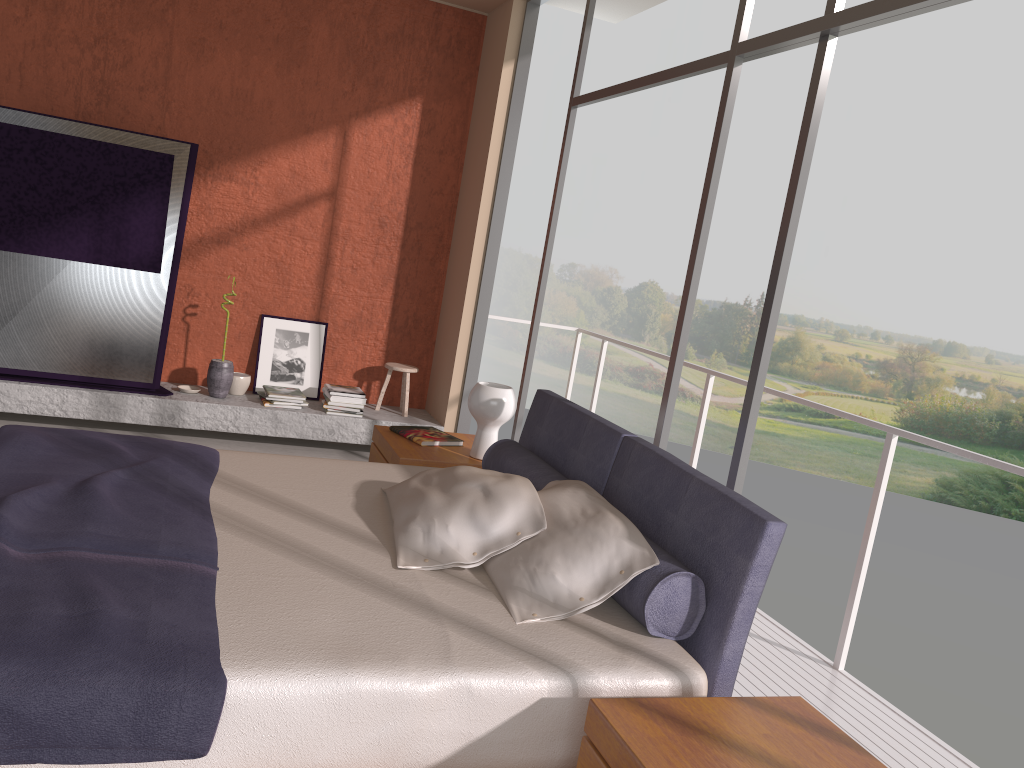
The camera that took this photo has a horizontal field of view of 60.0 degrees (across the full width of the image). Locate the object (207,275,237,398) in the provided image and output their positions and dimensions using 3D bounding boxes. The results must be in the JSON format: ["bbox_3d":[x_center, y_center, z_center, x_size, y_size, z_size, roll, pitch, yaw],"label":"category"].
[{"bbox_3d":[-1.874,-0.309,5.796,0.165,0.810,0.165,10,8,3],"label":"object"}]

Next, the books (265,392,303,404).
[{"bbox_3d":[-1.535,0.080,5.968,0.247,0.025,0.287,7,8,-18],"label":"books"}]

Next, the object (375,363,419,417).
[{"bbox_3d":[-0.801,0.041,6.343,0.260,0.349,0.257,16,10,38],"label":"object"}]

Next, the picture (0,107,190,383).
[{"bbox_3d":[-2.622,-0.804,5.342,1.129,1.496,0.126,7,8,-20],"label":"picture"}]

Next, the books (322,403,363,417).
[{"bbox_3d":[-1.167,0.177,6.092,0.247,0.018,0.328,7,8,-19],"label":"books"}]

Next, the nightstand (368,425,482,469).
[{"bbox_3d":[-0.366,0.562,4.227,0.562,0.556,0.628,7,8,-20],"label":"nightstand"}]

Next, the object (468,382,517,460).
[{"bbox_3d":[-0.103,0.171,4.046,0.224,0.338,0.224,9,8,-9],"label":"object"}]

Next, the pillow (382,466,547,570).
[{"bbox_3d":[-0.183,0.391,2.932,0.431,0.264,0.869,8,8,-13],"label":"pillow"}]

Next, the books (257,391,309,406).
[{"bbox_3d":[-1.547,0.099,5.984,0.247,0.018,0.328,4,9,-35],"label":"books"}]

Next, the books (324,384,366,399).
[{"bbox_3d":[-1.147,0.048,6.080,0.247,0.025,0.287,7,8,-20],"label":"books"}]

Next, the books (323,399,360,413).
[{"bbox_3d":[-1.158,0.142,6.068,0.247,0.025,0.287,8,8,-10],"label":"books"}]

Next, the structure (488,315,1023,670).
[{"bbox_3d":[1.312,0.751,2.747,0.728,1.005,7.689,7,8,-20],"label":"structure"}]

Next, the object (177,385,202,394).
[{"bbox_3d":[-2.126,0.044,5.838,0.152,0.040,0.152,12,8,14],"label":"object"}]

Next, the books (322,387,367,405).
[{"bbox_3d":[-1.151,0.080,6.079,0.247,0.038,0.319,6,8,-23],"label":"books"}]

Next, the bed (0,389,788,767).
[{"bbox_3d":[-0.792,0.505,2.666,2.462,0.959,2.017,7,8,-20],"label":"bed"}]

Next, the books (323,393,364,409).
[{"bbox_3d":[-1.156,0.112,6.083,0.247,0.027,0.328,7,8,-19],"label":"books"}]

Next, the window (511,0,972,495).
[{"bbox_3d":[1.166,-0.220,2.296,0.075,3.133,6.106,7,8,-20],"label":"window"}]

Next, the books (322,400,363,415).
[{"bbox_3d":[-1.166,0.158,6.095,0.247,0.018,0.287,7,8,-20],"label":"books"}]

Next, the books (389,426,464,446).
[{"bbox_3d":[-0.412,0.250,4.271,0.247,0.025,0.287,3,10,-39],"label":"books"}]

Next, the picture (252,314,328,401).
[{"bbox_3d":[-1.553,-0.183,6.225,0.458,0.550,0.117,7,8,-20],"label":"picture"}]

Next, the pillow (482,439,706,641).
[{"bbox_3d":[0.204,0.451,2.987,0.205,0.201,1.470,7,8,-20],"label":"pillow"}]

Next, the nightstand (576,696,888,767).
[{"bbox_3d":[0.485,1.044,1.775,0.562,0.556,0.628,7,8,-20],"label":"nightstand"}]

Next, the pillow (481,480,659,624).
[{"bbox_3d":[0.106,0.468,2.662,0.400,0.265,0.791,7,8,-17],"label":"pillow"}]

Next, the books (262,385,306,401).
[{"bbox_3d":[-1.534,0.058,5.970,0.247,0.018,0.328,6,8,-23],"label":"books"}]

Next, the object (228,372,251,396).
[{"bbox_3d":[-1.878,0.001,6.039,0.179,0.137,0.180,9,8,-8],"label":"object"}]

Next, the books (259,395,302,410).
[{"bbox_3d":[-1.560,0.121,5.975,0.247,0.025,0.287,6,8,-23],"label":"books"}]
